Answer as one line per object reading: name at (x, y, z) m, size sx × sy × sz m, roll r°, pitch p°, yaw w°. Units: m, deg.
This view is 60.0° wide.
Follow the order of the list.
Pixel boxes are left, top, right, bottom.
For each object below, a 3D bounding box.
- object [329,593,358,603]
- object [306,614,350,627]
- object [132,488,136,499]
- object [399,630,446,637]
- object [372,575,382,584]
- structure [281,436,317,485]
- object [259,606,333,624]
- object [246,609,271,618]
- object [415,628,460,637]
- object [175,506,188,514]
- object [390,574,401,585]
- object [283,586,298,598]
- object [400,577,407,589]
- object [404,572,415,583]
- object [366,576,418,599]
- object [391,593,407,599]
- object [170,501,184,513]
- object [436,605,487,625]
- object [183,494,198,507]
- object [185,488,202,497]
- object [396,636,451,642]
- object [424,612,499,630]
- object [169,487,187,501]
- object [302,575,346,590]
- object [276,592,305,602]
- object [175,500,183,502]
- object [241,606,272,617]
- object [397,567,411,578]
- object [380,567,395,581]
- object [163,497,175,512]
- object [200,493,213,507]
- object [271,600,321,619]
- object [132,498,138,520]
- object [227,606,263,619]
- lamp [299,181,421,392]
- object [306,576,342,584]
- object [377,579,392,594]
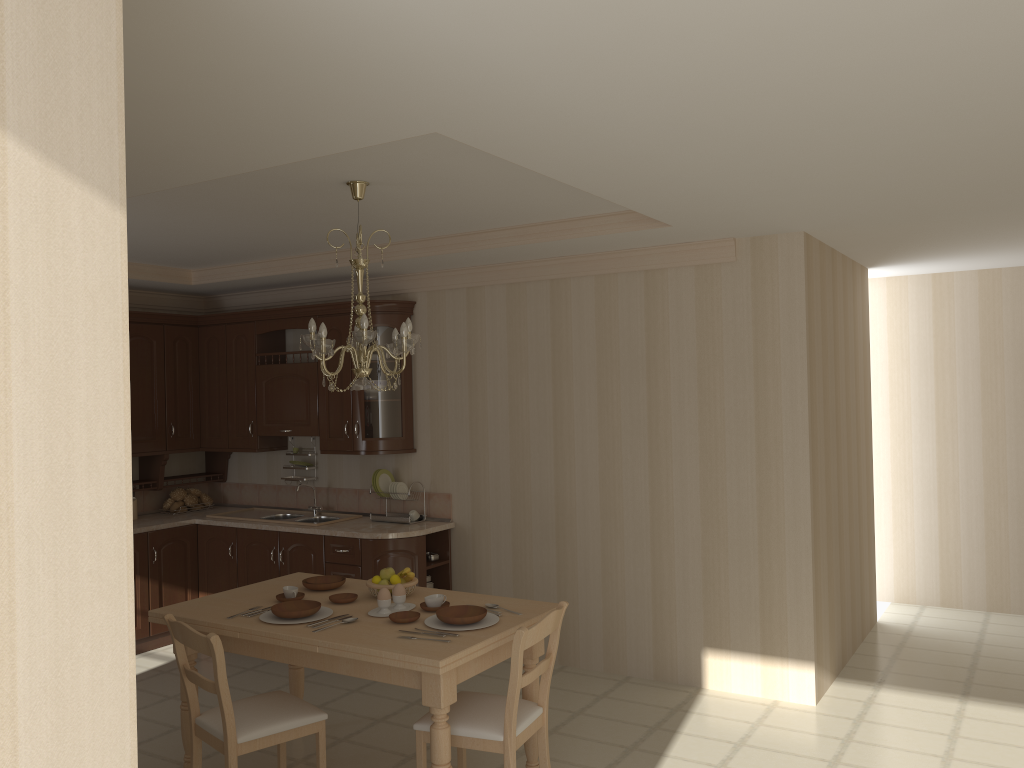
object at (-0.746, 0.952, 3.925) m, size 0.127 × 0.026 × 0.126 m, roll -1°, pitch 0°, yaw -4°
object at (-0.749, 0.959, 3.606) m, size 0.023 × 0.008 × 0.221 m, roll -2°, pitch 0°, yaw 37°
object at (-2.722, 0.838, 6.385) m, size 0.027 × 0.198 × 0.053 m, roll -1°, pitch 0°, yaw 15°
object at (-0.344, 0.948, 3.375) m, size 0.212 × 0.008 × 0.018 m, roll -2°, pitch 0°, yaw 26°
object at (-0.610, 0.891, 4.011) m, size 0.045 × 0.047 × 0.055 m, roll -1°, pitch 0°, yaw -26°
structure at (-1.566, 0.561, 6.502) m, size 0.256 × 0.361 × 0.131 m, roll -2°, pitch 0°, yaw 31°
object at (-0.896, 0.962, 3.690) m, size 0.299 × 0.009 × 0.299 m, roll -2°, pitch 0°, yaw 30°
object at (-1.042, 0.968, 3.781) m, size 0.022 × 0.008 × 0.218 m, roll -2°, pitch 0°, yaw 34°
object at (-0.291, 0.947, 3.389) m, size 0.218 × 0.008 × 0.022 m, roll -2°, pitch 0°, yaw 34°
object at (-2.493, 0.937, 6.651) m, size 0.119 × 0.058 × 0.114 m, roll -1°, pitch 0°, yaw -4°
object at (-0.521, 0.880, 3.971) m, size 0.051 × 0.053 × 0.045 m, roll -1°, pitch 0°, yaw 20°
object at (-0.988, 0.942, 3.965) m, size 0.063 × 0.055 × 0.119 m, roll -1°, pitch 0°, yaw -30°
object at (-0.516, 0.913, 4.026) m, size 0.076 × 0.065 × 0.077 m, roll -1°, pitch 0°, yaw 8°
object at (-0.479, 0.889, 4.027) m, size 0.064 × 0.094 × 0.176 m, roll -1°, pitch 0°, yaw -22°
object at (-0.543, 0.924, 4.021) m, size 0.235 × 0.068 × 0.235 m, roll -1°, pitch 0°, yaw -11°
object at (-0.542, 0.956, 4.021) m, size 0.128 × 0.011 × 0.128 m, roll -1°, pitch 0°, yaw -18°
object at (-2.496, 0.917, 6.605) m, size 0.104 × 0.092 × 0.114 m, roll -1°, pitch 0°, yaw -12°
object at (-0.200, 0.927, 3.535) m, size 0.204 × 0.042 × 0.204 m, roll -1°, pitch 0°, yaw 1°
object at (-2.423, 0.878, 6.684) m, size 0.110 × 0.102 × 0.115 m, roll -1°, pitch 0°, yaw -30°
object at (-2.442, 0.830, 6.777) m, size 0.125 × 0.078 × 0.112 m, roll -2°, pitch 0°, yaw 26°
object at (-0.328, 0.949, 3.301) m, size 0.218 × 0.004 × 0.028 m, roll -1°, pitch 0°, yaw 21°
object at (-0.200, 0.945, 3.535) m, size 0.299 × 0.009 × 0.299 m, roll -1°, pitch 0°, yaw 10°
object at (-2.501, 0.828, 6.649) m, size 0.100 × 0.105 × 0.118 m, roll -2°, pitch 0°, yaw 26°
object at (-0.892, 0.950, 4.211) m, size 0.204 × 0.042 × 0.204 m, roll -1°, pitch 0°, yaw -20°
object at (-0.992, 0.958, 3.970) m, size 0.126 × 0.026 × 0.127 m, roll -1°, pitch 0°, yaw -32°
object at (-2.516, 0.872, 6.726) m, size 0.110 × 0.092 × 0.113 m, roll -1°, pitch 0°, yaw -6°
object at (-1.076, 0.968, 3.799) m, size 0.018 × 0.008 × 0.212 m, roll -2°, pitch 0°, yaw 31°
object at (-0.498, 0.871, 4.034) m, size 0.066 × 0.085 × 0.184 m, roll -1°, pitch 0°, yaw -21°
object at (-0.564, 0.863, 4.017) m, size 0.068 × 0.061 × 0.069 m, roll -1°, pitch -1°, yaw -42°
object at (-2.563, 0.901, 6.631) m, size 0.092 × 0.109 × 0.123 m, roll -1°, pitch 0°, yaw -1°
object at (-2.347, 0.889, 6.807) m, size 0.097 × 0.106 × 0.117 m, roll -1°, pitch 0°, yaw -13°
object at (-0.898, 0.944, 3.691) m, size 0.204 × 0.042 × 0.204 m, roll -2°, pitch 0°, yaw 31°
object at (-2.734, 0.895, 6.376) m, size 0.078 × 0.148 × 0.151 m, roll -1°, pitch 0°, yaw -21°
object at (-1.137, 0.971, 3.776) m, size 0.028 × 0.004 × 0.218 m, roll -1°, pitch 0°, yaw 21°
lamp at (-0.653, -0.458, 3.808) m, size 0.502 × 0.982 × 0.501 m, roll -1°, pitch 0°, yaw 1°
object at (-0.890, 0.946, 4.210) m, size 0.168 × 0.034 × 0.168 m, roll -2°, pitch -1°, yaw 42°
object at (-0.568, 0.913, 3.972) m, size 0.072 × 0.076 × 0.074 m, roll -1°, pitch 0°, yaw 7°
